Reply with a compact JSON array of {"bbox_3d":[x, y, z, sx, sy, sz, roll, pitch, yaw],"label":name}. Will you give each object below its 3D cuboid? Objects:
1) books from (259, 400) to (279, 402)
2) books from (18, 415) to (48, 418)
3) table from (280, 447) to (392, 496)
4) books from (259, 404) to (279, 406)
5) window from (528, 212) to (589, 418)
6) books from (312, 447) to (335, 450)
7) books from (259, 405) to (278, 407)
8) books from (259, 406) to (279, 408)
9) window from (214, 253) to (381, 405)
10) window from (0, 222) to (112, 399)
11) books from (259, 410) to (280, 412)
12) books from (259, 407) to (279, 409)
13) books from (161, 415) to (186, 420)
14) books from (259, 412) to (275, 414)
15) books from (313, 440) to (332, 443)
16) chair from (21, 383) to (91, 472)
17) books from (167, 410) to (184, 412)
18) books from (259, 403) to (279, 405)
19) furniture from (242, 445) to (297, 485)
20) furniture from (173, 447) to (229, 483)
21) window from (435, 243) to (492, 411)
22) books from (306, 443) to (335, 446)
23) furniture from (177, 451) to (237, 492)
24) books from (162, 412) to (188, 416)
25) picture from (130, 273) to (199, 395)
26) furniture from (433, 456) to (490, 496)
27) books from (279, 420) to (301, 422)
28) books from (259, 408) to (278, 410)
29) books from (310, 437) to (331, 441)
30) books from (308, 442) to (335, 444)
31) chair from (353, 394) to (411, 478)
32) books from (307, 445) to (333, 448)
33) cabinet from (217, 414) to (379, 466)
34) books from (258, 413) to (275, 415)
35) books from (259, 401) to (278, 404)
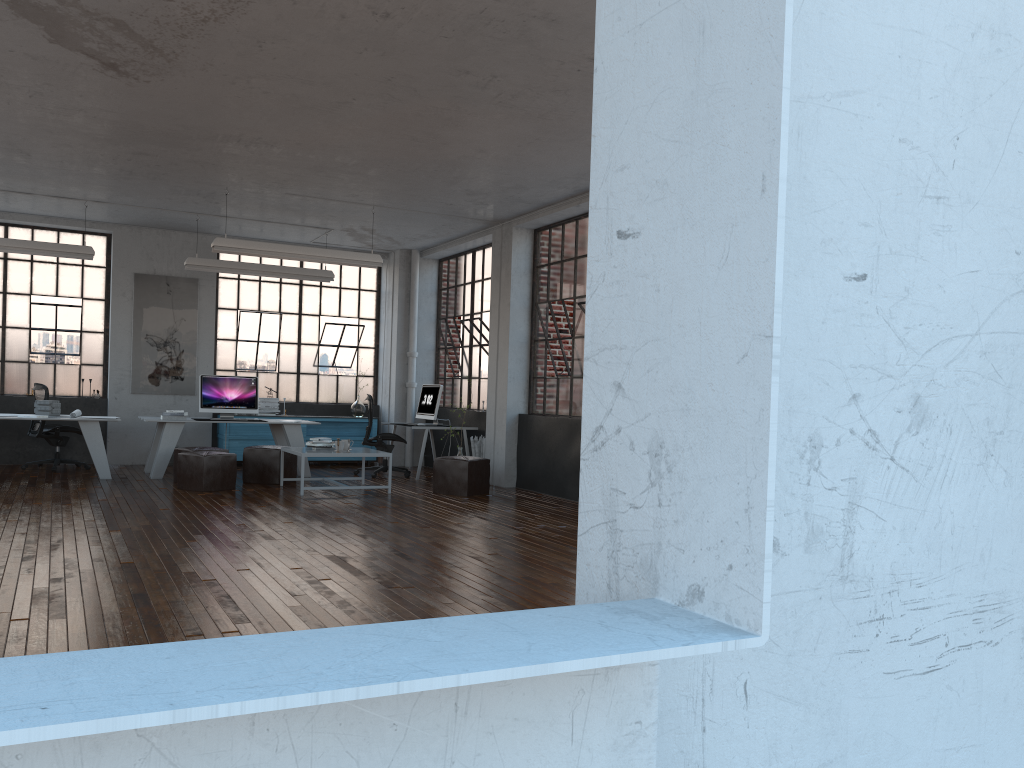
[{"bbox_3d":[-3.573,0.246,12.986,0.273,0.021,0.174,2,-1,-27],"label":"books"},{"bbox_3d":[-5.429,0.367,10.053,0.235,0.024,0.200,2,-1,9],"label":"books"},{"bbox_3d":[-1.984,0.963,9.935,0.992,0.445,0.972,2,-1,-27],"label":"table"},{"bbox_3d":[-3.566,0.308,12.995,0.263,0.017,0.167,2,-1,-27],"label":"books"},{"bbox_3d":[0.843,-0.749,9.777,0.670,2.391,2.589,2,0,-27],"label":"window"},{"bbox_3d":[-2.132,0.726,10.030,0.218,0.028,0.171,2,-1,-27],"label":"books"},{"bbox_3d":[-3.568,0.323,12.985,0.254,0.012,0.160,2,-1,-27],"label":"books"},{"bbox_3d":[-3.582,0.335,12.985,0.285,0.012,0.159,2,-1,-27],"label":"books"},{"bbox_3d":[-3.232,-0.837,13.495,2.591,2.392,0.669,2,1,-27],"label":"window"},{"bbox_3d":[-6.704,-0.977,11.705,2.591,2.392,0.669,2,1,-27],"label":"window"},{"bbox_3d":[-3.581,0.394,12.988,0.331,0.025,0.176,2,-1,-27],"label":"books"},{"bbox_3d":[-3.559,0.348,12.988,0.256,0.013,0.160,2,-1,-27],"label":"books"},{"bbox_3d":[-4.092,0.407,10.715,0.271,0.050,0.200,2,-1,-27],"label":"books"},{"bbox_3d":[-3.552,0.418,12.761,0.251,0.012,0.202,2,-1,-26],"label":"books"},{"bbox_3d":[-2.138,0.645,9.999,0.184,0.026,0.125,2,-1,3],"label":"books"},{"bbox_3d":[-5.797,0.537,11.283,0.770,1.086,0.792,2,0,32],"label":"chair"},{"bbox_3d":[-4.071,0.329,10.714,0.185,0.030,0.153,2,-1,-27],"label":"books"},{"bbox_3d":[-3.580,0.291,13.003,0.288,0.016,0.182,2,-1,-27],"label":"books"},{"bbox_3d":[-2.865,0.957,10.508,0.503,0.461,0.503,2,0,11],"label":"furniture"},{"bbox_3d":[-3.559,0.939,10.149,0.480,0.439,0.480,2,0,41],"label":"furniture"},{"bbox_3d":[-0.565,-0.760,12.513,0.670,2.391,2.589,2,0,-27],"label":"window"},{"bbox_3d":[-2.164,0.678,10.025,0.200,0.031,0.272,1,-1,38],"label":"books"},{"bbox_3d":[-3.299,0.945,9.593,0.471,0.431,0.470,2,0,31],"label":"furniture"},{"bbox_3d":[-4.067,0.361,10.700,0.257,0.044,0.193,2,-1,-7],"label":"books"},{"bbox_3d":[-4.817,-0.679,12.318,0.853,1.651,0.025,2,1,-27],"label":"picture"},{"bbox_3d":[-0.570,1.046,10.028,0.502,0.461,0.503,2,0,30],"label":"furniture"},{"bbox_3d":[-2.818,0.474,11.283,0.205,0.019,0.243,2,-1,13],"label":"books"},{"bbox_3d":[-3.591,0.362,12.999,0.288,0.016,0.182,2,-1,-27],"label":"books"},{"bbox_3d":[-2.157,0.621,9.990,0.141,0.026,0.202,1,-1,33],"label":"books"},{"bbox_3d":[-2.153,0.660,10.026,0.275,0.014,0.199,2,-1,-27],"label":"books"},{"bbox_3d":[-1.698,0.682,11.868,0.792,1.086,0.770,2,0,-23],"label":"chair"},{"bbox_3d":[-2.166,0.701,10.025,0.274,0.025,0.210,2,-1,-7],"label":"books"},{"bbox_3d":[-3.153,0.834,13.075,2.263,0.733,0.626,2,0,-27],"label":"cabinet"},{"bbox_3d":[-3.551,0.431,12.754,0.248,0.014,0.187,2,-1,-29],"label":"books"},{"bbox_3d":[-3.599,0.269,12.991,0.296,0.028,0.180,2,-1,-27],"label":"books"}]
